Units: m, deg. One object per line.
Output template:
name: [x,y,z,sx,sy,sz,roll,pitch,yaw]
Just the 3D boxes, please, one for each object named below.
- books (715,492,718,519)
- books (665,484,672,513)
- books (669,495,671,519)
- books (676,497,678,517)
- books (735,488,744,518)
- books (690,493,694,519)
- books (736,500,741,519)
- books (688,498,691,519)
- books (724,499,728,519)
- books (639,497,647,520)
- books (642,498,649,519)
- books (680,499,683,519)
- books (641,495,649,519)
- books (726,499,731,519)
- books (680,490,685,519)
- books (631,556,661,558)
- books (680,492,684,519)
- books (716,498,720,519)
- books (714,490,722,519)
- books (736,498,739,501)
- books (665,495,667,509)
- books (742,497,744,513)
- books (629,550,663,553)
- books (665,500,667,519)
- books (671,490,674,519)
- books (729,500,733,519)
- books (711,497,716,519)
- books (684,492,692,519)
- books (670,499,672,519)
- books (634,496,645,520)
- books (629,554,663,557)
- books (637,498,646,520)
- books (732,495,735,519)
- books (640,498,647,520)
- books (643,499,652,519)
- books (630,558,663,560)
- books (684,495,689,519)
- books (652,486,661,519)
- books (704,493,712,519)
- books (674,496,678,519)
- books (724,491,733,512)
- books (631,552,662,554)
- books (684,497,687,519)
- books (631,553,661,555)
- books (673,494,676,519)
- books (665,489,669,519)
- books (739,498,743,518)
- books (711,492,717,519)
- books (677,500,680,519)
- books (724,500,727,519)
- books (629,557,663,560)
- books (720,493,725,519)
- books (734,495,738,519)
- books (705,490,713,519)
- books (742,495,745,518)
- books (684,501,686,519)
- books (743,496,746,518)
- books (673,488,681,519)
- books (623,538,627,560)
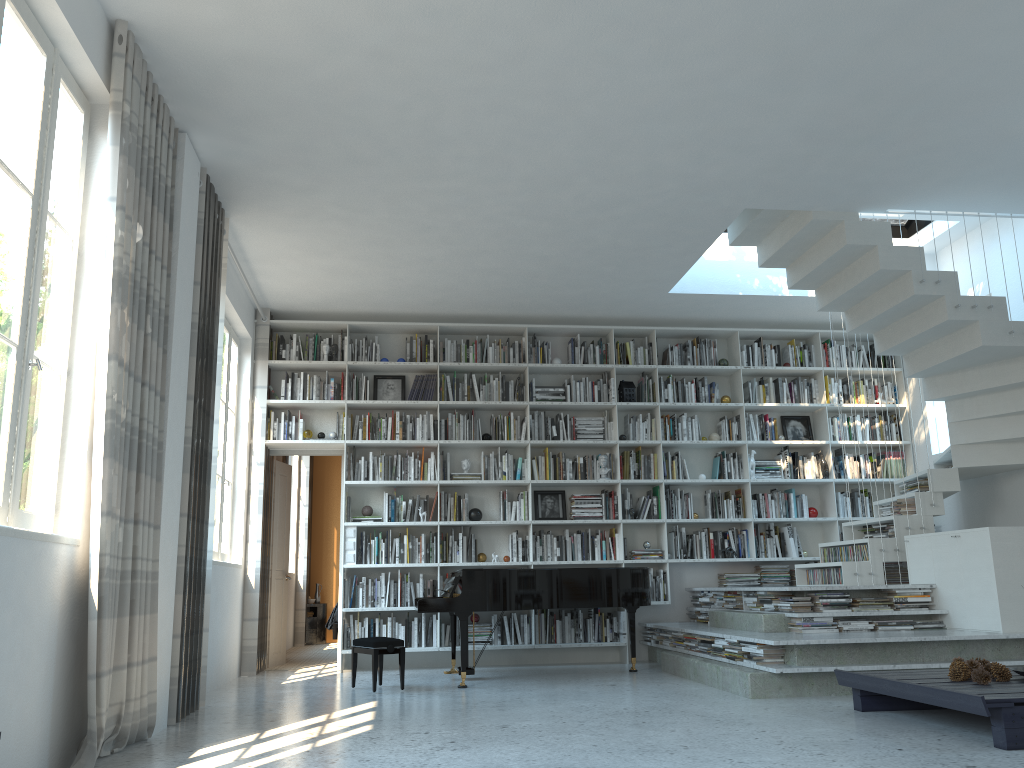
books: [1.935,1.178,8.505,0.008,0.258,0.159,0,-13,-7]
books: [1.496,1.136,8.469,0.007,0.341,0.150,0,-12,-7]
books: [1.479,1.161,8.444,0.006,0.281,0.155,0,-13,-7]
books: [1.544,1.192,8.443,0.013,0.218,0.161,0,-13,-7]
books: [2.186,1.159,8.527,0.007,0.294,0.162,0,-13,-7]
books: [1.694,1.179,8.472,0.013,0.250,0.173,0,-13,-7]
books: [2.149,1.212,8.499,0.016,0.180,0.189,0,-13,-7]
books: [1.667,1.199,8.459,0.014,0.207,0.181,0,-13,-7]
books: [2.027,1.188,8.525,0.030,0.244,0.136,0,-13,-7]
books: [1.217,1.191,8.415,0.095,0.225,0.144,0,-13,-7]
books: [1.247,1.197,8.421,0.090,0.214,0.139,0,-13,-7]
books: [1.589,1.202,8.457,0.013,0.202,0.167,0,-13,-7]
books: [1.244,1.183,8.414,0.094,0.238,0.150,0,-13,-7]
books: [2.052,1.208,8.503,0.015,0.194,0.176,0,-13,-7]
books: [1.620,1.164,8.474,0.006,0.284,0.160,0,-13,-7]
books: [1.248,1.612,8.263,0.254,0.012,0.161,-1,-13,-1]
books: [1.602,1.169,8.454,0.012,0.266,0.183,0,-13,-7]
books: [1.953,1.207,8.521,0.031,0.208,0.122,0,-13,-7]
books: [1.978,1.167,8.519,0.007,0.284,0.160,0,-13,-7]
books: [2.161,1.206,8.531,0.016,0.204,0.142,0,-13,-7]
books: [1.451,1.185,8.451,0.011,0.238,0.136,0,-13,-7]
books: [2.196,1.192,8.548,0.019,0.240,0.134,0,-13,-7]
books: [1.247,1.565,8.274,0.285,0.012,0.160,0,-13,-3]
books: [1.440,1.208,8.435,0.015,0.188,0.168,0,-13,-7]
books: [1.512,1.159,8.441,0.005,0.283,0.159,0,-13,-7]
books: [2.070,1.213,8.500,0.019,0.182,0.191,0,-13,-7]
books: [1.910,1.195,8.484,0.016,0.215,0.178,0,-13,-7]
books: [1.680,1.174,8.471,0.014,0.260,0.142,0,-13,-7]
books: [1.488,1.201,8.444,0.013,0.204,0.154,0,-13,-7]
books: [1.188,1.184,8.387,0.095,0.227,0.190,0,-13,-7]
books: [1.248,1.600,8.264,0.285,0.012,0.160,0,-13,-4]
books: [1.204,1.194,8.392,0.089,0.209,0.176,0,-13,-7]
books: [2.093,1.191,8.510,0.018,0.229,0.182,0,-13,-7]
books: [1.229,1.197,8.411,0.090,0.211,0.143,0,-13,-7]
books: [1.262,1.201,8.411,0.091,0.205,0.169,0,-13,-7]
books: [1.249,1.635,8.256,0.285,0.012,0.160,0,-13,-4]
books: [1.652,1.185,8.464,0.015,0.237,0.177,0,-13,-7]
books: [1.375,1.138,8.431,0.014,0.324,0.183,0,-13,-7]
books: [1.875,1.181,8.498,0.019,0.251,0.130,0,-13,-7]
books: [1.534,1.185,8.430,0.011,0.226,0.188,0,-13,-7]
books: [2.081,1.169,8.514,0.006,0.273,0.173,0,-13,-7]
books: [1.248,1.575,8.262,0.254,0.012,0.161,1,-13,-7]
books: [1.640,1.194,8.470,0.008,0.222,0.134,0,-13,-7]
books: [1.248,1.589,8.270,0.254,0.012,0.161,-1,-13,-2]
books: [1.521,1.177,8.441,0.013,0.248,0.165,0,-13,-7]
books: [1.467,1.155,8.445,0.018,0.294,0.178,0,-13,-7]
books: [2.176,1.205,8.523,0.013,0.203,0.159,0,-13,-7]
books: [1.923,1.176,8.505,0.015,0.261,0.150,0,-13,-7]
books: [1.558,1.207,8.436,0.013,0.186,0.184,0,-13,-7]
books: [2.013,1.211,8.487,0.018,0.182,0.182,0,-13,-7]
books: [1.248,1.625,8.263,0.285,0.012,0.160,-1,-13,-2]
books: [1.994,1.177,8.492,0.018,0.250,0.184,0,-13,-7]
books: [2.126,1.193,8.527,0.021,0.231,0.155,0,-13,-7]
books: [1.891,1.165,8.517,0.016,0.289,0.132,0,-12,-7]
books: [2.208,1.195,8.553,0.007,0.235,0.132,0,-13,-7]
books: [1.630,1.215,8.463,0.013,0.178,0.141,0,-13,-7]
books: [2.217,1.199,8.545,0.009,0.223,0.146,0,-13,-7]
books: [1.571,1.153,8.448,0.014,0.296,0.175,0,-13,-7]
books: [1.047,1.552,8.317,0.030,0.210,0.137,0,-13,-7]
